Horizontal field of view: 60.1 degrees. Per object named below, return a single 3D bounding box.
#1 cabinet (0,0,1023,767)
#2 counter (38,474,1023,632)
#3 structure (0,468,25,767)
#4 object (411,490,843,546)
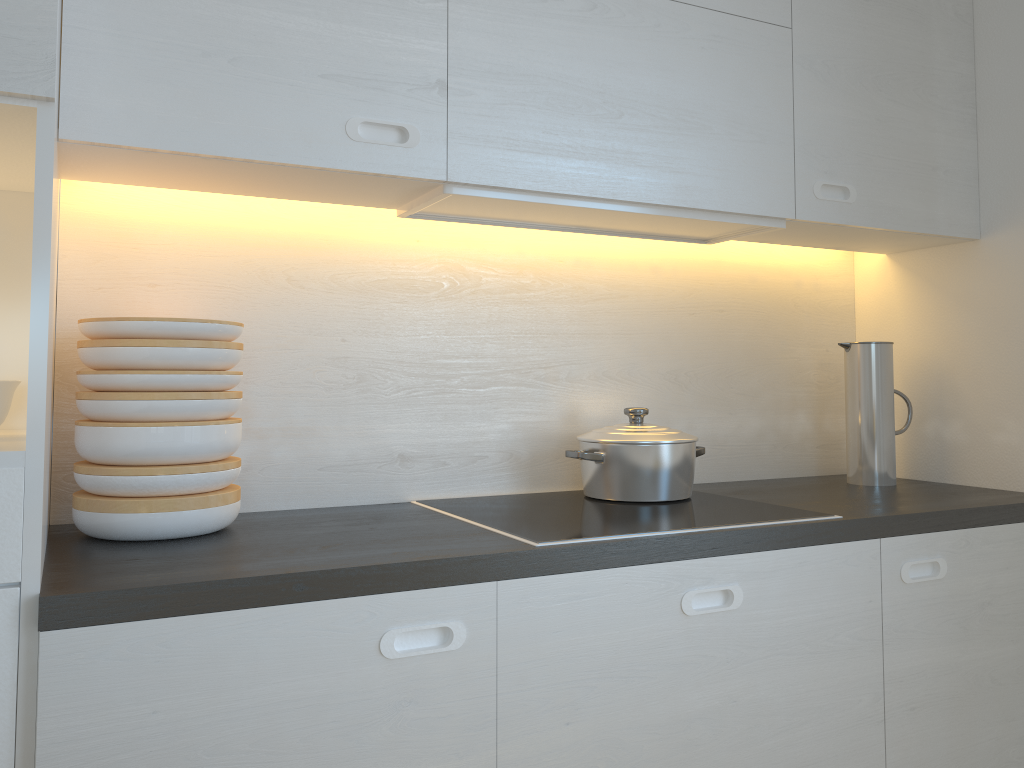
[{"bbox_3d":[-0.308,-0.050,1.456,3.199,2.309,0.479,1,-3,-27],"label":"cabinet"},{"bbox_3d":[0.201,0.270,1.759,1.999,0.040,0.599,0,0,-27],"label":"counter"},{"bbox_3d":[-0.834,0.399,0.915,0.560,0.598,0.049,1,-3,-26],"label":"structure"},{"bbox_3d":[0.203,0.253,1.764,0.653,0.013,0.561,0,0,-27],"label":"object"}]
